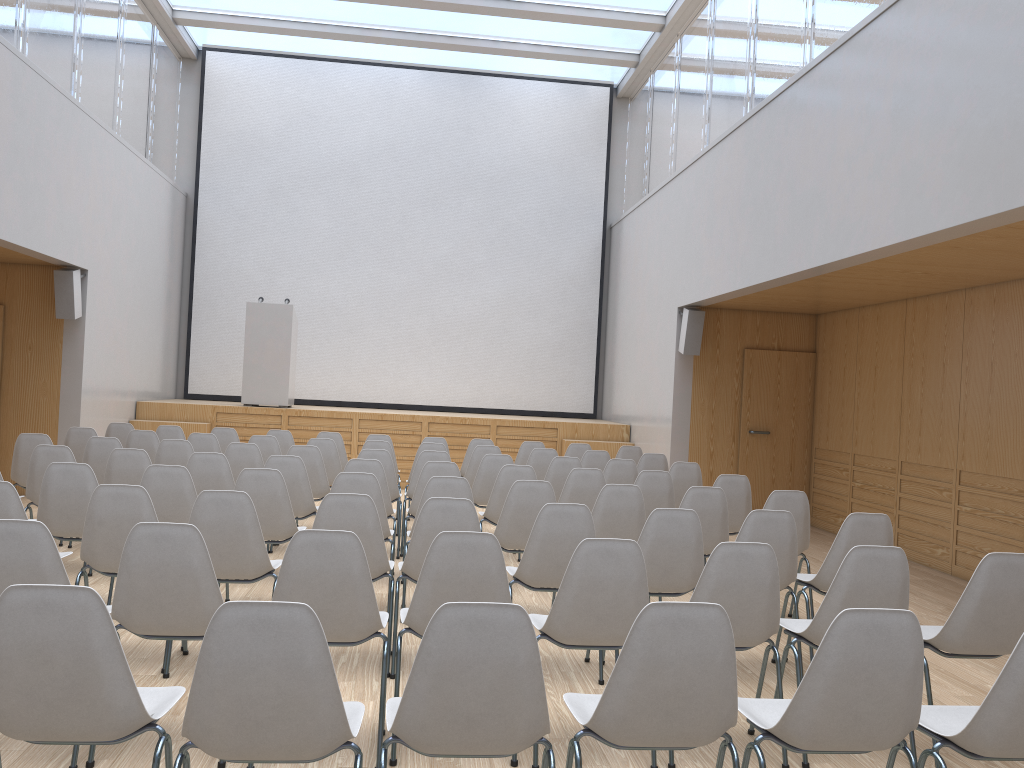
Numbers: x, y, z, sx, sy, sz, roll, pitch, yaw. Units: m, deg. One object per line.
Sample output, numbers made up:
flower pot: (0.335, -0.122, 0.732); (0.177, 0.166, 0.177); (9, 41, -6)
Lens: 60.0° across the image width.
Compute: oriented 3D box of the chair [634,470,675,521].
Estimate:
chair: (0.986, 1.062, 6.652); (0.479, 0.876, 0.505); (3, 0, -6)

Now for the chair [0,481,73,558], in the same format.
chair: (-2.409, 0.870, 4.232); (0.479, 0.876, 0.505); (3, 0, -6)

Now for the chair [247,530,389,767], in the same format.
chair: (-0.705, 0.952, 3.376); (0.479, 0.876, 0.505); (3, 0, -6)

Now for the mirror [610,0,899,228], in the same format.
mirror: (2.735, -3.534, 5.321); (0.253, 2.090, 17.827); (3, 0, -6)

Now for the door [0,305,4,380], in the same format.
door: (-5.908, 0.149, 9.382); (0.873, 2.024, 0.108); (3, 0, -6)

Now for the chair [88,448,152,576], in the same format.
chair: (-2.627, 0.872, 6.221); (0.479, 0.876, 0.505); (3, 0, -6)

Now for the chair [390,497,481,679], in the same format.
chair: (-0.346, 0.978, 4.463); (0.479, 0.876, 0.505); (3, 0, -6)

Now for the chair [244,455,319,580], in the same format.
chair: (-1.602, 0.926, 6.315); (0.479, 0.876, 0.505); (3, 0, -6)

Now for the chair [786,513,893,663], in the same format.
chair: (1.754, 1.089, 4.726); (0.479, 0.876, 0.505); (3, 0, -6)

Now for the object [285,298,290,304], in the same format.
object: (-3.042, -1.013, 11.992); (0.166, 0.305, 0.252); (3, 0, -35)

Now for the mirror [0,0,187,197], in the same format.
mirror: (-4.005, -3.888, 4.568); (0.253, 2.090, 17.827); (3, 0, -6)

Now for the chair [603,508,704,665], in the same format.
chair: (0.732, 1.035, 4.501); (0.479, 0.876, 0.505); (3, 0, -6)

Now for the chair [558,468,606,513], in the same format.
chair: (0.485, 1.036, 6.548); (0.479, 0.876, 0.505); (3, 0, -6)

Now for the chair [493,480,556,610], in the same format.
chair: (0.073, 1.007, 5.496); (0.479, 0.876, 0.505); (3, 0, -6)

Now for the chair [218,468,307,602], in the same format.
chair: (-1.499, 0.925, 5.369); (0.479, 0.876, 0.505); (3, 0, -6)

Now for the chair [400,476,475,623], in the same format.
chair: (-0.421, 0.981, 5.461); (0.479, 0.876, 0.505); (3, 0, -6)

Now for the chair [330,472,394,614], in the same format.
chair: (-0.955, 0.953, 5.419); (0.479, 0.876, 0.505); (3, 0, -6)

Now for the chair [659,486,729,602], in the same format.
chair: (1.135, 1.063, 5.653); (0.479, 0.876, 0.505); (3, 0, -6)

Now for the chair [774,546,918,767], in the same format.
chair: (1.361, 1.061, 3.666); (0.479, 0.876, 0.505); (3, 0, -6)

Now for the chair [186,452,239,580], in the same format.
chair: (-2.101, 0.900, 6.238); (0.479, 0.876, 0.505); (3, 0, -6)

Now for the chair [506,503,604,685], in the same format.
chair: (0.209, 1.007, 4.484); (0.479, 0.876, 0.505); (3, 0, -6)

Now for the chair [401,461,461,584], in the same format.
chair: (-0.546, 0.982, 6.481); (0.479, 0.876, 0.505); (3, 0, -6)

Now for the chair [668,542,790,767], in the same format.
chair: (0.828, 1.033, 3.588); (0.479, 0.876, 0.505); (3, 0, -6)

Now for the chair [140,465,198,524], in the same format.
chair: (-2.008, 0.898, 5.283); (0.479, 0.876, 0.505); (3, 0, -6)

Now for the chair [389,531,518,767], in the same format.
chair: (-0.215, 0.979, 3.499); (0.479, 0.876, 0.505); (3, 0, -6)

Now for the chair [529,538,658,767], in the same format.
chair: (0.310, 1.006, 3.510); (0.479, 0.876, 0.505); (3, 0, -6)

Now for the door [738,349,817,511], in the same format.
door: (3.110, 0.624, 10.389); (0.873, 2.024, 0.108); (3, 0, -6)

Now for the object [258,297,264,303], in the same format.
object: (-3.387, -1.031, 11.953); (0.166, 0.305, 0.252); (3, 0, -35)

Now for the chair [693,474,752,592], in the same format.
chair: (1.547, 1.091, 6.646); (0.479, 0.876, 0.505); (3, 0, -6)

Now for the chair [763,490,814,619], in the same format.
chair: (1.653, 1.090, 5.692); (0.479, 0.876, 0.505); (3, 0, -6)

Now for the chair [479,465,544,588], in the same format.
chair: (-0.007, 1.010, 6.513); (0.479, 0.876, 0.505); (3, 0, -6)

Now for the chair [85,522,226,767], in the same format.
chair: (-1.263, 0.923, 3.354); (0.479, 0.876, 0.505); (3, 0, -6)

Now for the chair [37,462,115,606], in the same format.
chair: (-2.494, 0.872, 5.147); (0.479, 0.876, 0.505); (3, 0, -6)

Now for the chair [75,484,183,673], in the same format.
chair: (-1.848, 0.900, 4.323); (0.479, 0.876, 0.505); (3, 0, -6)

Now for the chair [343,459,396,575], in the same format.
chair: (-1.064, 0.954, 6.354); (0.479, 0.876, 0.505); (3, 0, -6)

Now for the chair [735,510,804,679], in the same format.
chair: (1.235, 1.062, 4.639); (0.479, 0.876, 0.505); (3, 0, -6)

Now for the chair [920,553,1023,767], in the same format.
chair: (1.876, 1.088, 3.664); (0.479, 0.876, 0.505); (3, 0, -6)

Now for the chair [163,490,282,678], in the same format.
chair: (-1.367, 0.924, 4.308); (0.479, 0.876, 0.505); (3, 0, -6)

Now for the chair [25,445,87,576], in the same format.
chair: (-3.125, 0.846, 6.183); (0.479, 0.876, 0.505); (3, 0, -6)

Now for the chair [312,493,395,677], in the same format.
chair: (-0.821, 0.954, 4.428); (0.479, 0.876, 0.505); (3, 0, -6)

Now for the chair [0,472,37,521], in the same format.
chair: (-3.039, 0.844, 5.168); (0.479, 0.876, 0.505); (3, 0, -6)

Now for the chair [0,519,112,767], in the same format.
chair: (-1.749, 0.897, 3.259); (0.479, 0.876, 0.505); (3, 0, -6)

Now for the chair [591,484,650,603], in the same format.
chair: (0.606, 1.035, 5.535); (0.479, 0.876, 0.505); (3, 0, -6)
